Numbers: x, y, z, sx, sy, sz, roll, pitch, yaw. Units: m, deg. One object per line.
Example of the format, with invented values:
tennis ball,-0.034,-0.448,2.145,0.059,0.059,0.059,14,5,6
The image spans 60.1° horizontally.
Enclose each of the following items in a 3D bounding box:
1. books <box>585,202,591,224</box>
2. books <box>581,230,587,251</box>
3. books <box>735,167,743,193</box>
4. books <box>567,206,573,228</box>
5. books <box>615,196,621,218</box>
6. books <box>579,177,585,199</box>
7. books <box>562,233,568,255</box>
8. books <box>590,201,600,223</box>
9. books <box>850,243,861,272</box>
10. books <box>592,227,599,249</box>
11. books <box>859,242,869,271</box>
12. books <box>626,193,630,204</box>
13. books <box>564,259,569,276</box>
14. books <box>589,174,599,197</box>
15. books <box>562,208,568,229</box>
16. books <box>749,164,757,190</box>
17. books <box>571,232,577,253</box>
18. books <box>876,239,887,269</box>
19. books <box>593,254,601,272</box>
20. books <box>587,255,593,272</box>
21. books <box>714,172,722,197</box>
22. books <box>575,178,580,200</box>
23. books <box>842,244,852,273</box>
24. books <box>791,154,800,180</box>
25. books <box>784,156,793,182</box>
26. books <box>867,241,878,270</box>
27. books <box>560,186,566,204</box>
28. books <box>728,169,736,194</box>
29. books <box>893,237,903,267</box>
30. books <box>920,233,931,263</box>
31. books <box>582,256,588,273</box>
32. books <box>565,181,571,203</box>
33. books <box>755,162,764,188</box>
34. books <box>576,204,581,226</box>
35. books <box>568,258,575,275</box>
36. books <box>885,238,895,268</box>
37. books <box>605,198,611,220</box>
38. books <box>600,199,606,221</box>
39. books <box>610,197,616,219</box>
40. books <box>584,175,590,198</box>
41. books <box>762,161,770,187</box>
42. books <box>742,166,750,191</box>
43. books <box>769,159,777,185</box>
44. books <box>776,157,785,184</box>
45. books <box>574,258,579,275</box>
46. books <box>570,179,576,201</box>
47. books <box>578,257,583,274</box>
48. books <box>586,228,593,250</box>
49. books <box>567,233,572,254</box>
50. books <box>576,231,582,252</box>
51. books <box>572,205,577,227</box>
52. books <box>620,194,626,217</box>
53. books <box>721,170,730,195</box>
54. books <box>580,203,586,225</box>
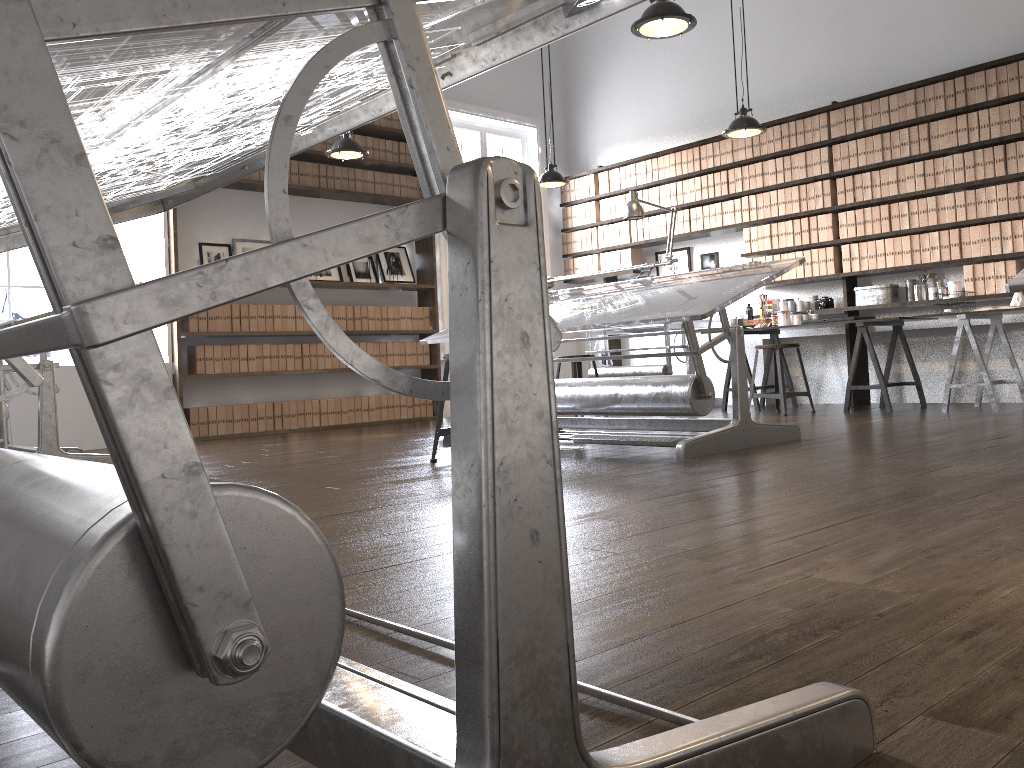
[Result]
books,0.852,-1.773,9.235,0.175,0.226,0.066,-2,-2,-42
books,0.813,-1.498,9.284,0.175,0.226,0.066,-2,-2,-42
books,2.064,-1.803,7.875,0.174,0.226,0.066,-2,-2,-42
books,0.669,-1.767,9.433,0.175,0.226,0.067,-2,-2,-42
books,1.126,-1.775,8.926,0.175,0.226,0.066,-2,-2,-42
books,0.795,-2.049,9.293,0.175,0.226,0.066,-2,-2,-42
books,0.622,-1.492,9.488,0.175,0.226,0.067,-2,-2,-42
books,0.899,-1.774,9.182,0.174,0.226,0.066,-2,-2,-42
books,2.786,-1.007,7.085,0.174,0.226,0.066,-2,-2,-42
books,0.912,-1.500,9.173,0.175,0.226,0.066,-2,-2,-42
books,2.836,-1.008,7.035,0.174,0.226,0.066,-2,-2,-42
books,1.217,-1.778,8.820,0.175,0.226,0.067,-2,-2,-42
books,0.643,-1.215,9.479,0.175,0.226,0.066,-2,-2,-42
books,0.888,-2.051,9.185,0.175,0.226,0.066,-2,-2,-42
books,0.625,-1.766,9.487,0.175,0.226,0.066,-2,-2,-42
books,2.162,-1.805,7.772,0.175,0.226,0.066,-2,-2,-42
books,0.718,-1.495,9.390,0.174,0.226,0.066,-2,-2,-42
books,2.925,-1.011,6.927,0.175,0.226,0.067,-2,-2,-42
books,0.922,-1.223,9.162,0.174,0.226,0.066,-2,-2,-42
books,0.871,-1.222,9.214,0.175,0.226,0.066,-2,-2,-42
books,1.921,-1.798,8.042,0.175,0.226,0.066,-2,-2,-42
books,0.750,-2.047,9.346,0.174,0.226,0.066,-2,-2,-42
books,2.736,-1.005,7.136,0.175,0.226,0.066,-2,-2,-42
books,2.435,-1.814,7.468,0.174,0.226,0.066,-2,-2,-42
books,2.387,-1.812,7.519,0.175,0.226,0.066,-2,-2,-42
books,2.881,-1.010,6.982,0.175,0.226,0.066,-2,-2,-42
books,0.601,-2.043,9.501,0.175,0.226,0.067,-2,-2,-42
books,2.020,-1.801,7.931,0.175,0.226,0.066,-2,-2,-42
books,3.017,-1.014,6.829,0.175,0.226,0.066,-2,-2,-42
books,3.155,-1.018,6.677,0.174,0.226,0.066,-2,-2,-42
books,0.823,-1.220,9.268,0.175,0.226,0.067,-2,-2,-42
books,0.650,-2.044,9.447,0.175,0.226,0.066,-2,-2,-42
books,2.202,-1.806,7.718,0.175,0.226,0.067,-2,-2,-42
books,0.762,-1.770,9.334,0.175,0.226,0.066,-2,-2,-42
books,0.689,-1.216,9.419,0.175,0.226,0.067,-2,-2,-42
books,2.974,-1.012,6.875,0.175,0.226,0.066,-2,-2,-42
books,1.033,-1.772,9.024,0.175,0.226,0.066,-2,-2,-42
books,0.987,-1.771,9.080,0.174,0.226,0.066,-2,-2,-42
books,1.081,-1.774,8.970,0.175,0.226,0.067,-2,-2,-42
books,0.839,-2.050,9.238,0.175,0.226,0.067,-2,-2,-42
books,2.250,-1.808,7.672,0.175,0.226,0.066,-2,-2,-42
books,2.114,-1.804,7.825,0.174,0.226,0.066,-2,-2,-42
books,2.291,-1.809,7.624,0.175,0.226,0.066,-2,-2,-42
books,2.338,-1.811,7.569,0.175,0.226,0.067,-2,-2,-42
books,0.742,-1.218,9.368,0.175,0.226,0.066,-2,-2,-42
books,0.700,-2.046,9.395,0.174,0.226,0.066,-2,-2,-42
books,0.784,-1.219,9.318,0.175,0.226,0.066,-2,-2,-42
books,0.859,-1.499,9.225,0.175,0.226,0.067,-2,-2,-42
books,0.671,-1.493,9.442,0.175,0.226,0.066,-2,-2,-42
books,0.762,-1.496,9.334,0.174,0.226,0.066,-2,-2,-42
books,0.719,-1.769,9.380,0.175,0.226,0.066,-2,-2,-42
books,1.172,-1.776,8.879,0.175,0.226,0.066,-2,-2,-42
books,1.966,-1.800,7.983,0.175,0.226,0.067,-2,-2,-42
books,0.803,-1.771,9.282,0.175,0.226,0.067,-2,-2,-42
